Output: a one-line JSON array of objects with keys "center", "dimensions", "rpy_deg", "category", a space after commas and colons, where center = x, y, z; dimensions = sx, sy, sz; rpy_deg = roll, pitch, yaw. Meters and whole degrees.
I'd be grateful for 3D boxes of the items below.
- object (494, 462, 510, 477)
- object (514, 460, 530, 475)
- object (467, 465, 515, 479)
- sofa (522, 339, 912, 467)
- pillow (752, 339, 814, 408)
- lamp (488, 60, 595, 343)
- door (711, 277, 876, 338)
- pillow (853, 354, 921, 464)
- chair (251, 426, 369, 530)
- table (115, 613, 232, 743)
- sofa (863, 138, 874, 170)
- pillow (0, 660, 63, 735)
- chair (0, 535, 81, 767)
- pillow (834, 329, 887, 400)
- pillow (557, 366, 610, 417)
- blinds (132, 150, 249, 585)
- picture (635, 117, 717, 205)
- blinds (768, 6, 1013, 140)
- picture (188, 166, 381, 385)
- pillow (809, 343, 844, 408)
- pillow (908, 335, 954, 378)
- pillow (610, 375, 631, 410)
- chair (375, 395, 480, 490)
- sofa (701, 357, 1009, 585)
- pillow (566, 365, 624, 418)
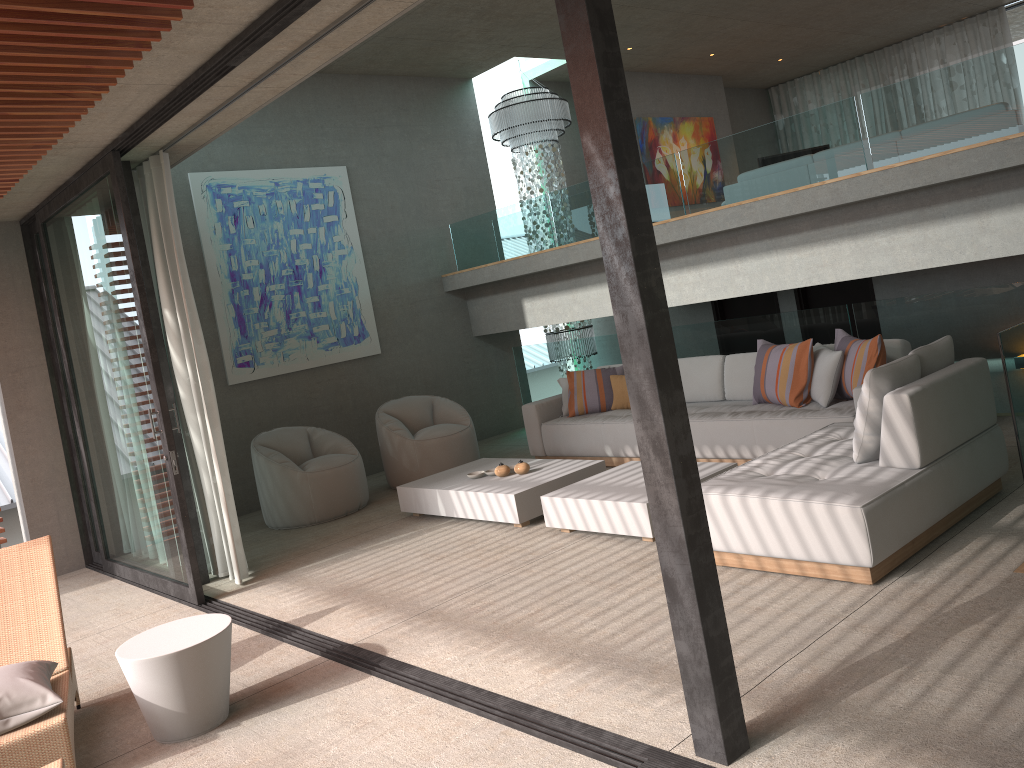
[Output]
[{"center": [-0.074, 0.637, 6.587], "dimensions": [0.120, 0.106, 0.119], "rpy_deg": [-13, 4, -36], "category": "object"}, {"center": [0.072, 0.614, 6.542], "dimensions": [0.119, 0.106, 0.119], "rpy_deg": [-11, 3, -6], "category": "object"}, {"center": [-0.127, 0.670, 6.706], "dimensions": [0.436, 0.040, 0.155], "rpy_deg": [-10, 5, 5], "category": "object"}, {"center": [1.596, 0.183, 7.119], "dimensions": [1.058, 0.752, 3.439], "rpy_deg": [-14, 6, -40], "category": "sofa"}, {"center": [2.006, -0.077, 6.616], "dimensions": [0.312, 0.493, 0.736], "rpy_deg": [-11, 4, -17], "category": "pillow"}, {"center": [0.443, -2.053, 10.892], "dimensions": [0.993, 3.935, 1.007], "rpy_deg": [-10, 1, 30], "category": "lamp"}, {"center": [2.218, 0.208, 1.744], "dimensions": [5.744, 4.466, 15.452], "rpy_deg": [-9, 5, 22], "category": "door"}, {"center": [1.924, 0.126, 4.536], "dimensions": [0.496, 0.483, 0.264], "rpy_deg": [-13, 3, -40], "category": "pillow"}, {"center": [-1.766, 0.756, 7.735], "dimensions": [0.930, 0.786, 0.915], "rpy_deg": [-13, 4, -36], "category": "chair"}, {"center": [-1.412, 1.272, 3.799], "dimensions": [0.472, 0.393, 0.479], "rpy_deg": [-9, 4, 31], "category": "table"}, {"center": [3.594, -1.955, 8.634], "dimensions": [0.983, 0.863, 3.229], "rpy_deg": [-13, 5, -40], "category": "sofa"}, {"center": [-2.119, 1.268, 3.504], "dimensions": [0.600, 0.194, 0.591], "rpy_deg": [-13, 5, -29], "category": "pillow"}, {"center": [-2.015, 1.221, 3.185], "dimensions": [0.705, 0.825, 2.287], "rpy_deg": [-12, 5, -25], "category": "chair"}, {"center": [2.415, -0.124, 6.157], "dimensions": [0.279, 0.503, 0.699], "rpy_deg": [-11, 4, 3], "category": "pillow"}, {"center": [0.702, 0.095, 8.201], "dimensions": [0.619, 0.420, 0.311], "rpy_deg": [-11, 2, -4], "category": "pillow"}, {"center": [-2.783, -0.063, 6.767], "dimensions": [0.225, 2.920, 2.410], "rpy_deg": [-11, 2, -41], "category": "blinds"}, {"center": [2.432, -3.160, 12.524], "dimensions": [1.766, 1.248, 0.030], "rpy_deg": [-14, 2, -41], "category": "picture"}, {"center": [5.826, -3.789, 13.649], "dimensions": [0.225, 2.725, 3.825], "rpy_deg": [-11, 3, -41], "category": "blinds"}, {"center": [-2.244, -1.164, 8.952], "dimensions": [1.735, 2.047, 0.030], "rpy_deg": [-13, 2, -41], "category": "picture"}, {"center": [2.240, -0.073, 6.390], "dimensions": [0.239, 0.404, 0.596], "rpy_deg": [-11, 4, 3], "category": "pillow"}, {"center": [2.281, 0.019, 4.849], "dimensions": [0.496, 0.497, 0.236], "rpy_deg": [-13, 3, -40], "category": "pillow"}, {"center": [1.097, 0.059, 7.840], "dimensions": [0.462, 0.324, 0.227], "rpy_deg": [-10, 2, 12], "category": "pillow"}, {"center": [-0.808, 0.510, 8.457], "dimensions": [0.926, 0.786, 0.919], "rpy_deg": [-12, 3, -16], "category": "chair"}, {"center": [1.766, 0.386, 4.682], "dimensions": [1.610, 0.732, 1.007], "rpy_deg": [-14, 5, -40], "category": "sofa"}, {"center": [0.774, 0.055, 8.021], "dimensions": [0.655, 0.441, 0.341], "rpy_deg": [-10, 2, 3], "category": "pillow"}]
